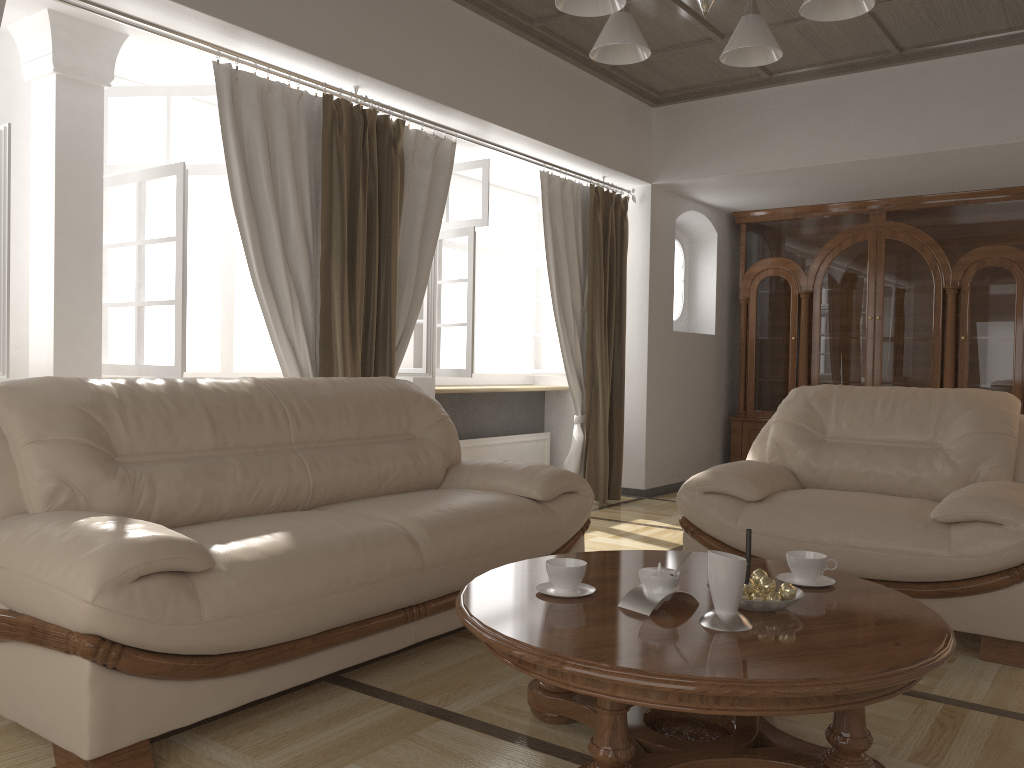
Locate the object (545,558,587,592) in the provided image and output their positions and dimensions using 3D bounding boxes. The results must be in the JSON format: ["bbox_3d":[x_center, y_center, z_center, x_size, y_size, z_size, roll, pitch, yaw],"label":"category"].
[{"bbox_3d":[0.135,0.483,2.229,0.105,0.071,0.114,1,1,-4],"label":"object"}]

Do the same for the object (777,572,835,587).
[{"bbox_3d":[0.787,0.527,2.375,0.150,0.010,0.150,2,1,26],"label":"object"}]

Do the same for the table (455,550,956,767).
[{"bbox_3d":[0.442,0.725,2.199,1.167,0.392,1.169,2,1,32],"label":"table"}]

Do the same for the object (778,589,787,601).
[{"bbox_3d":[0.648,0.503,2.102,0.038,0.041,0.041,2,1,21],"label":"object"}]

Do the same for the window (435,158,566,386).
[{"bbox_3d":[-0.054,-0.726,6.245,0.782,1.500,1.653,2,2,36],"label":"window"}]

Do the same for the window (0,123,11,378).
[{"bbox_3d":[-2.512,-0.700,2.872,0.781,1.500,1.600,2,2,36],"label":"window"}]

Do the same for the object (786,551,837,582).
[{"bbox_3d":[0.790,0.492,2.370,0.105,0.071,0.114,0,2,-39],"label":"object"}]

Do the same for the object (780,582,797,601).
[{"bbox_3d":[0.644,0.484,2.068,0.038,0.042,0.038,2,2,44],"label":"object"}]

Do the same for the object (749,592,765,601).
[{"bbox_3d":[0.579,0.510,2.092,0.039,0.040,0.038,2,1,27],"label":"object"}]

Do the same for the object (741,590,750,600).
[{"bbox_3d":[0.539,0.504,2.088,0.037,0.040,0.041,0,2,-41],"label":"object"}]

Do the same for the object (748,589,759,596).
[{"bbox_3d":[0.578,0.511,2.134,0.039,0.038,0.041,1,1,-12],"label":"object"}]

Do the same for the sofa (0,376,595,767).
[{"bbox_3d":[-0.688,0.432,3.034,1.051,0.900,2.135,2,2,36],"label":"sofa"}]

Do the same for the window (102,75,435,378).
[{"bbox_3d":[-1.236,-0.714,4.644,0.784,1.500,1.759,2,2,35],"label":"window"}]

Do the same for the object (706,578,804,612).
[{"bbox_3d":[0.585,0.514,2.138,0.227,0.039,0.227,0,1,-29],"label":"object"}]

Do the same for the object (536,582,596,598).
[{"bbox_3d":[0.134,0.518,2.224,0.150,0.010,0.150,2,1,22],"label":"object"}]

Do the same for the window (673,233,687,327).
[{"bbox_3d":[1.286,-0.859,7.298,0.050,0.784,0.600,2,2,36],"label":"window"}]

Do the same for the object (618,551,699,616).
[{"bbox_3d":[0.353,0.463,2.116,0.178,0.133,0.104,0,2,-39],"label":"object"}]

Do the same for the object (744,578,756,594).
[{"bbox_3d":[0.560,0.480,2.113,0.038,0.039,0.040,2,1,21],"label":"object"}]

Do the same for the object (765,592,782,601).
[{"bbox_3d":[0.613,0.505,2.075,0.039,0.039,0.041,1,1,13],"label":"object"}]

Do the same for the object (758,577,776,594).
[{"bbox_3d":[0.603,0.477,2.099,0.037,0.041,0.040,0,1,-31],"label":"object"}]

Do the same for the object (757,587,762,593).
[{"bbox_3d":[0.612,0.510,2.156,0.040,0.039,0.039,2,1,26],"label":"object"}]

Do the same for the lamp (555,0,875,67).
[{"bbox_3d":[0.498,-1.432,2.174,0.741,1.094,0.713,2,2,36],"label":"lamp"}]

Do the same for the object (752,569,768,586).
[{"bbox_3d":[0.608,0.475,2.176,0.038,0.044,0.038,2,2,42],"label":"object"}]

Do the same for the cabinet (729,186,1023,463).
[{"bbox_3d":[2.971,-0.285,7.124,2.360,2.298,0.587,2,2,36],"label":"cabinet"}]

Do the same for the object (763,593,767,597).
[{"bbox_3d":[0.612,0.512,2.116,0.040,0.038,0.041,1,1,-25],"label":"object"}]

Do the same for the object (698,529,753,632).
[{"bbox_3d":[0.479,0.429,1.976,0.119,0.210,0.119,1,1,14],"label":"object"}]

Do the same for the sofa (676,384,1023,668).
[{"bbox_3d":[1.483,0.460,3.639,1.318,0.900,1.052,2,2,36],"label":"sofa"}]

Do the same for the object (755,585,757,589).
[{"bbox_3d":[0.586,0.509,2.188,0.040,0.038,0.039,0,1,-29],"label":"object"}]

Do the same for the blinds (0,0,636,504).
[{"bbox_3d":[-0.821,-0.300,4.237,0.285,2.294,5.765,2,2,36],"label":"blinds"}]
